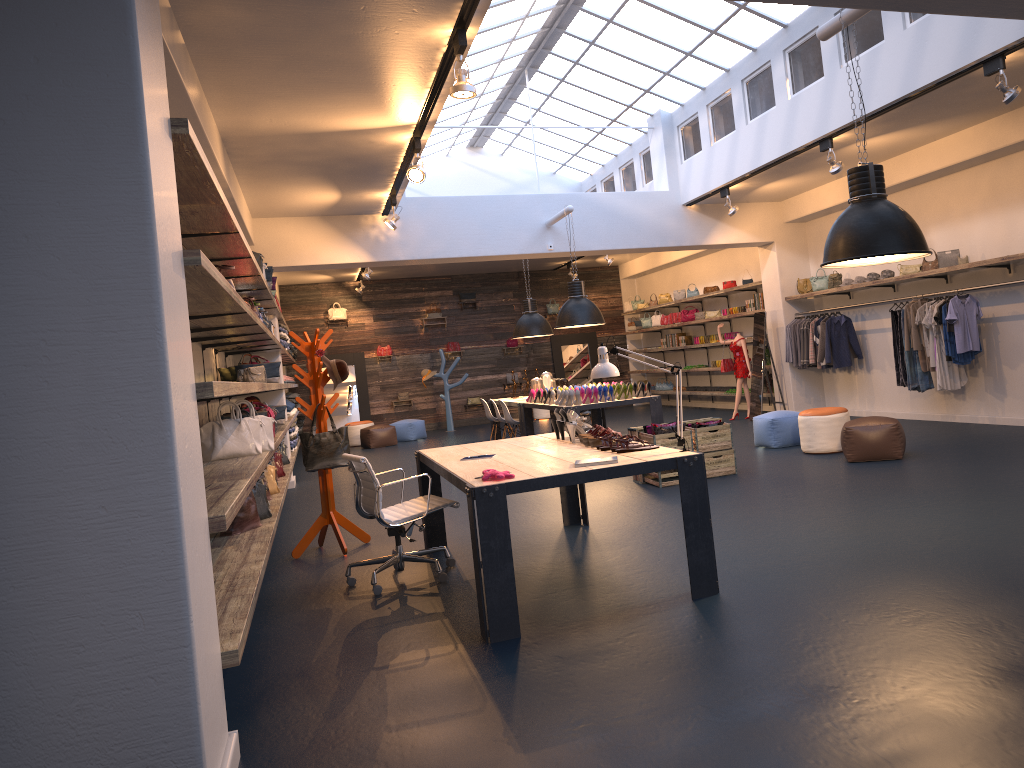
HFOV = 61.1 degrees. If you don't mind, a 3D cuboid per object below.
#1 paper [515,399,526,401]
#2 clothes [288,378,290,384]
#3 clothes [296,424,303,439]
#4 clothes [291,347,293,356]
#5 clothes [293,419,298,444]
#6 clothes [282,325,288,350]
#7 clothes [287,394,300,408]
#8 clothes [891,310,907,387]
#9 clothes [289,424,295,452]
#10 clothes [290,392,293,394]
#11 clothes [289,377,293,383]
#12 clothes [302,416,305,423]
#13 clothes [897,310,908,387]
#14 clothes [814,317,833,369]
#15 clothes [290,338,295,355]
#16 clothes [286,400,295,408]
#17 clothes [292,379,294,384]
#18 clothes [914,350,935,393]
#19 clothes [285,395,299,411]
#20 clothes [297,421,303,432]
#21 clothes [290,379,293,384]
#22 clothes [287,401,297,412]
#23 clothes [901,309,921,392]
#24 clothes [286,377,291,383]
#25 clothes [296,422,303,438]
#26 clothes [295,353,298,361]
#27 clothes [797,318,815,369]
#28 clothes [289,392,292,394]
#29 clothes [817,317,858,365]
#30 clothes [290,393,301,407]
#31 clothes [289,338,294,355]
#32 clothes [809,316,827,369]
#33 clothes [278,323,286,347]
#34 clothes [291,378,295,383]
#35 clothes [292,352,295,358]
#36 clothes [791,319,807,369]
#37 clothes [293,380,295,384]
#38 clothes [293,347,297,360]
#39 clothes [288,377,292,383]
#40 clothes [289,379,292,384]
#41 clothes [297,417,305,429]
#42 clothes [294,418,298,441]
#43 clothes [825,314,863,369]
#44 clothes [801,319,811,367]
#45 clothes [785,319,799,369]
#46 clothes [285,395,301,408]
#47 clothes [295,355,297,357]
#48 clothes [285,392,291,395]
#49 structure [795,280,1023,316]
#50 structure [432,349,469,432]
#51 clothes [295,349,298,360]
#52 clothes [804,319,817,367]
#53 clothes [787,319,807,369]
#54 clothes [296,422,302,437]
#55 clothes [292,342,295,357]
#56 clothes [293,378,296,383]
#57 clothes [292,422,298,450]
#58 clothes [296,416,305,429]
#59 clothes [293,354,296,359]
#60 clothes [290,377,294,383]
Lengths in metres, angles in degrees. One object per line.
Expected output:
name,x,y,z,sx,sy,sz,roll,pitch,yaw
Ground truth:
paper,0.322,0.229,13.733,0.313,0.014,0.767,-5,1,26
clothes,-3.884,-0.045,14.412,0.351,0.159,0.319,-6,1,4
clothes,-3.698,0.820,14.560,0.388,0.299,0.311,-6,0,-14
clothes,-3.997,-0.618,15.204,0.371,0.299,0.290,-6,0,-17
clothes,-3.454,0.752,13.349,0.274,0.456,0.327,-5,-1,-3
clothes,-3.437,-0.673,12.739,0.263,0.411,0.308,-5,-1,-9
clothes,-4.011,0.342,15.609,0.417,0.318,0.332,-6,0,-30
clothes,5.190,-0.477,11.626,0.243,1.049,0.139,-5,-2,-19
clothes,-3.239,0.769,12.366,0.263,0.411,0.308,-5,-1,-9
clothes,-4.535,0.328,17.792,0.349,0.342,0.379,-6,0,-10
clothes,-4.239,-0.053,16.090,0.339,0.155,0.330,-6,1,-22
clothes,-4.423,0.823,17.717,0.392,0.299,0.298,-6,0,-28
clothes,5.237,-0.474,11.487,0.243,1.049,0.139,-5,-2,-19
clothes,4.835,-0.633,13.225,0.596,0.795,0.117,-5,-1,-19
clothes,-3.928,-0.618,14.900,0.392,0.299,0.298,-6,0,-28
clothes,-3.927,0.393,14.812,0.447,0.241,0.406,-6,1,-17
clothes,-4.342,-0.044,16.441,0.351,0.159,0.319,-6,1,4
clothes,5.306,-0.458,11.313,0.214,1.138,0.225,-5,-1,-9
clothes,-3.921,0.348,15.260,0.400,0.303,0.326,-6,0,-29
clothes,-3.916,0.822,15.469,0.365,0.299,0.295,-6,0,-11
clothes,-4.191,-0.045,15.771,0.351,0.159,0.319,-6,1,4
clothes,-3.844,0.393,14.438,0.429,0.241,0.425,-6,1,-1
clothes,5.215,-0.450,11.349,0.250,1.138,0.143,-4,-2,-37
clothes,-3.932,-0.054,14.732,0.339,0.155,0.330,-6,1,-22
clothes,-3.778,0.821,14.860,0.392,0.299,0.298,-6,0,-28
clothes,-4.712,-0.616,18.366,0.365,0.299,0.295,-6,0,-11
clothes,4.728,-0.654,13.684,0.563,0.802,0.177,-5,-1,-24
clothes,-4.442,0.328,17.382,0.349,0.342,0.379,-6,0,-10
clothes,4.874,-0.651,13.072,0.745,0.736,0.163,-5,-1,-21
clothes,-4.177,0.343,16.344,0.417,0.318,0.332,-6,0,-30
clothes,-3.849,-0.619,14.600,0.388,0.299,0.311,-6,0,-14
clothes,4.814,-0.642,13.328,0.714,0.797,0.165,-5,-1,-20
clothes,-3.390,-0.670,12.406,0.263,0.411,0.308,-5,-1,-9
clothes,-4.550,-0.053,17.470,0.339,0.155,0.330,-6,1,-22
clothes,-4.231,-0.589,15.948,0.427,0.251,0.337,-6,0,-8
clothes,4.694,-0.653,13.834,0.563,0.802,0.177,-5,-1,-24
clothes,-4.654,-0.043,17.821,0.351,0.159,0.319,-6,1,4
clothes,-4.494,-0.618,17.457,0.388,0.299,0.311,-6,0,-14
clothes,-4.084,-0.054,15.403,0.339,0.155,0.330,-6,1,-22
clothes,-4.036,-0.045,15.083,0.351,0.159,0.319,-6,1,4
clothes,-4.343,0.822,17.417,0.388,0.299,0.311,-6,0,-14
clothes,-3.523,0.752,13.654,0.274,0.456,0.327,-5,-1,-3
clothes,4.907,-0.642,12.923,0.714,0.797,0.165,-5,-1,-20
clothes,4.750,-0.645,13.538,0.691,0.755,0.121,-5,-1,-18
clothes,4.616,-0.642,14.013,0.573,0.816,0.115,-5,-1,-20
clothes,-4.087,0.349,15.995,0.400,0.303,0.326,-6,0,-29
clothes,-4.642,-0.616,18.061,0.371,0.299,0.290,-6,0,-17
clothes,-4.349,0.328,16.971,0.349,0.342,0.379,-6,0,-10
structure,5.502,-1.128,10.045,0.041,0.039,8.266,-5,1,-13
structure,-1.387,0.126,18.990,0.947,1.810,0.175,-6,-2,6
clothes,-4.573,-0.616,17.756,0.392,0.299,0.298,-6,0,-28
clothes,4.771,-0.645,13.447,0.691,0.755,0.121,-5,-1,-18
clothes,4.630,-0.642,13.950,0.573,0.816,0.115,-5,-1,-20
clothes,-3.847,0.821,15.164,0.371,0.299,0.290,-6,0,-17
clothes,-4.067,-0.618,15.509,0.365,0.299,0.295,-6,0,-11
clothes,-4.702,-0.052,18.141,0.339,0.155,0.330,-6,1,-22
clothes,-3.287,0.767,12.700,0.263,0.411,0.308,-5,-1,-9
clothes,-4.530,0.824,18.176,0.383,0.299,0.616,-6,1,-13
clothes,-4.402,-0.588,16.704,0.427,0.251,0.337,-6,0,-8
clothes,-4.390,-0.053,16.761,0.339,0.155,0.330,-6,1,-22
